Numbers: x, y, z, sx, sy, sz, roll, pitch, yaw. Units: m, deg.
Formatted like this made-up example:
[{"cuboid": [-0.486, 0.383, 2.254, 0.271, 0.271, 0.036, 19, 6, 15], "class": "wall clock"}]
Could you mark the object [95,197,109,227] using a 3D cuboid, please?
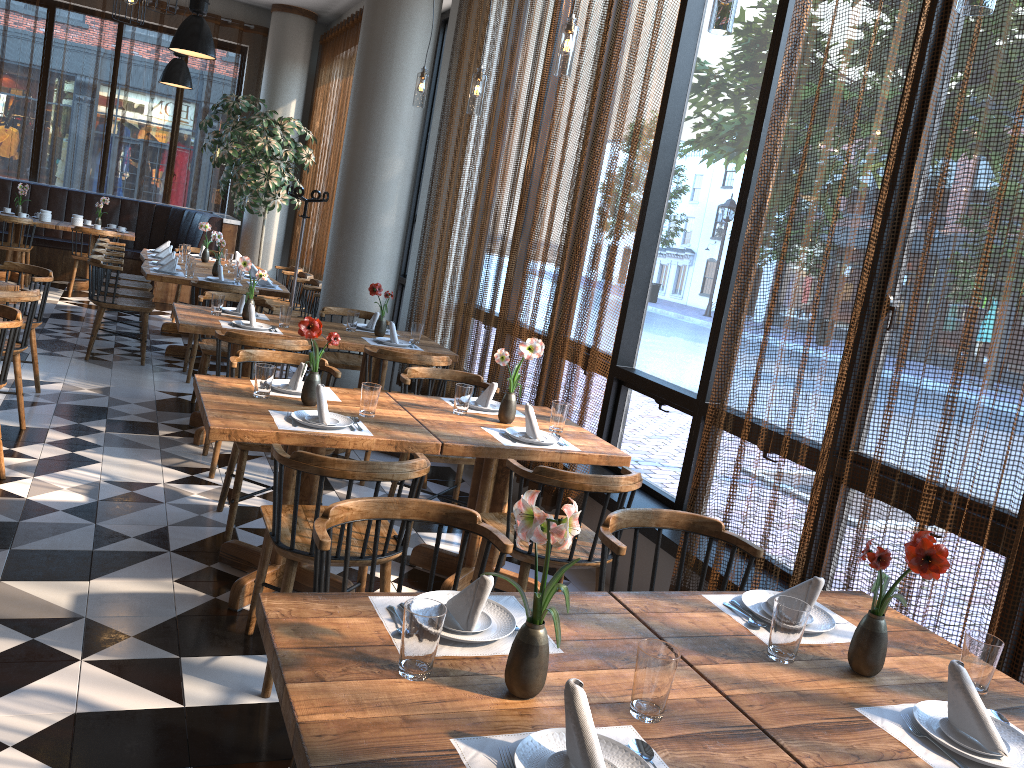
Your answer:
[{"cuboid": [-4.986, -2.079, 10.769, 0.146, 0.398, 0.208, 8, 8, -19], "class": "object"}]

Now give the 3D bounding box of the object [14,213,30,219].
[{"cuboid": [-5.667, -1.945, 10.255, 0.176, 0.066, 0.176, 12, 9, 11], "class": "object"}]

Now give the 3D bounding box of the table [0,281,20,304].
[{"cuboid": [-3.582, -0.279, 5.153, 0.867, 0.760, 0.866, 13, 9, 20], "class": "table"}]

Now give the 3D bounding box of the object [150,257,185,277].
[{"cuboid": [-2.895, -1.008, 7.461, 0.271, 0.136, 0.354, 6, 10, -24], "class": "object"}]

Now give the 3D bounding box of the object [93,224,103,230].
[{"cuboid": [-4.943, -1.865, 10.556, 0.175, 0.066, 0.177, 2, 12, -41], "class": "object"}]

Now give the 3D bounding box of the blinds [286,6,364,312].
[{"cuboid": [-2.312, -2.729, 11.091, 0.155, 3.563, 3.222, 7, 9, -24], "class": "blinds"}]

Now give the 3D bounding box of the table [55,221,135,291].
[{"cuboid": [-5.117, -1.518, 10.837, 0.848, 0.760, 0.857, 6, 9, -24], "class": "table"}]

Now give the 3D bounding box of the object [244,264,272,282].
[{"cuboid": [-2.383, -1.056, 8.286, 0.271, 0.136, 0.354, 6, 10, -24], "class": "object"}]

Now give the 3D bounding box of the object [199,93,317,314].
[{"cuboid": [-3.524, -2.362, 11.403, 1.760, 2.766, 1.483, 14, 8, 24], "class": "object"}]

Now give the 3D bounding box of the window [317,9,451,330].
[{"cuboid": [-1.633, -2.376, 10.109, 0.364, 3.149, 5.004, 7, 9, -24], "class": "window"}]

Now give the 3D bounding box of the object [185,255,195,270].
[{"cuboid": [-2.886, -1.084, 7.932, 0.080, 0.131, 0.080, 4, 10, -39], "class": "object"}]

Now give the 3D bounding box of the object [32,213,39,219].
[{"cuboid": [-5.720, -2.036, 10.742, 0.175, 0.066, 0.177, 8, 9, -14], "class": "object"}]

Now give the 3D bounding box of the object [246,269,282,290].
[{"cuboid": [-2.161, -0.928, 7.768, 0.271, 0.136, 0.354, 6, 10, -24], "class": "object"}]

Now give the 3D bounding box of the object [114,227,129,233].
[{"cuboid": [-4.800, -1.896, 10.890, 0.175, 0.066, 0.177, 4, 11, -34], "class": "object"}]

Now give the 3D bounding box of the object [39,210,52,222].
[{"cuboid": [-5.525, -1.990, 10.490, 0.130, 0.128, 0.130, 13, 9, 19], "class": "object"}]

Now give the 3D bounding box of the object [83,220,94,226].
[{"cuboid": [-5.268, -1.999, 11.001, 0.176, 0.066, 0.176, 14, 10, 20], "class": "object"}]

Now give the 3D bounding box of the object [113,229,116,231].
[{"cuboid": [-4.856, -1.878, 10.848, 0.052, 0.023, 0.050, 15, 10, 26], "class": "object"}]

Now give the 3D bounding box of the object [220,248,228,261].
[{"cuboid": [-3.093, -1.385, 9.494, 0.080, 0.131, 0.080, 4, 10, -39], "class": "object"}]

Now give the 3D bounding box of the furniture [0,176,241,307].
[{"cuboid": [-5.679, -1.871, 11.149, 4.030, 1.144, 1.932, 6, 10, -24], "class": "furniture"}]

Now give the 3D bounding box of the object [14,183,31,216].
[{"cuboid": [-5.780, -2.169, 10.455, 0.207, 0.398, 0.146, 15, 9, 32], "class": "object"}]

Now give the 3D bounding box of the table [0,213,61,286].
[{"cuboid": [-5.890, -1.598, 10.487, 0.848, 0.760, 0.857, 6, 9, -24], "class": "table"}]

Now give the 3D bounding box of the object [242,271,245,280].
[{"cuboid": [-2.424, -0.997, 7.911, 0.080, 0.131, 0.080, 4, 10, -39], "class": "object"}]

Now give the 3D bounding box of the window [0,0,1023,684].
[{"cuboid": [-1.652, -1.938, 7.509, 15.225, 3.148, 4.489, 19, 12, 42], "class": "window"}]

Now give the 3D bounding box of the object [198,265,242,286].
[{"cuboid": [-2.461, -0.935, 7.490, 0.351, 0.136, 0.274, 6, 10, -24], "class": "object"}]

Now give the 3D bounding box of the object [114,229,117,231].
[{"cuboid": [-4.868, -1.888, 10.879, 0.052, 0.023, 0.050, 15, 10, 26], "class": "object"}]

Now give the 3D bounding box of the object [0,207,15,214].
[{"cuboid": [-6.054, -2.077, 10.625, 0.176, 0.066, 0.176, 14, 10, 20], "class": "object"}]

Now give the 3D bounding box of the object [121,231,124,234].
[{"cuboid": [-4.734, -1.844, 10.781, 0.034, 0.023, 0.156, 4, 11, -34], "class": "object"}]

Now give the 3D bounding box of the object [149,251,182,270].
[{"cuboid": [-3.117, -1.136, 7.979, 0.271, 0.136, 0.354, 6, 10, -24], "class": "object"}]

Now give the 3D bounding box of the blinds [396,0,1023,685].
[{"cuboid": [0.794, -0.936, 3.809, 0.159, 3.562, 7.321, 7, 10, -24], "class": "blinds"}]

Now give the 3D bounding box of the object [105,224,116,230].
[{"cuboid": [-4.989, -1.961, 11.072, 0.175, 0.066, 0.177, 8, 9, -11], "class": "object"}]

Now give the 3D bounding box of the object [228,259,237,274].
[{"cuboid": [-2.632, -1.106, 8.334, 0.080, 0.131, 0.080, 4, 10, -39], "class": "object"}]

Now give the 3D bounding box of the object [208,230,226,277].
[{"cuboid": [-2.615, -1.155, 7.830, 0.146, 0.398, 0.208, 8, 8, -20], "class": "object"}]

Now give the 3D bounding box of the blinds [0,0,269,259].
[{"cuboid": [-6.238, -3.508, 11.521, 5.533, 3.563, 0.156, 6, 8, -24], "class": "blinds"}]

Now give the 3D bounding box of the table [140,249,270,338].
[{"cuboid": [-3.187, -0.868, 9.046, 1.213, 0.760, 1.223, 7, 9, -21], "class": "table"}]

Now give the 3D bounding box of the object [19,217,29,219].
[{"cuboid": [-5.638, -1.910, 10.204, 0.034, 0.012, 0.156, 15, 11, 27], "class": "object"}]

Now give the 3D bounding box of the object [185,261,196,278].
[{"cuboid": [-2.669, -0.946, 7.348, 0.080, 0.131, 0.080, 4, 10, -39], "class": "object"}]

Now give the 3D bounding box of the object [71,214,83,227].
[{"cuboid": [-5.249, -1.976, 10.698, 0.130, 0.128, 0.130, 13, 9, 19], "class": "object"}]

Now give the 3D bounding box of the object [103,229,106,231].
[{"cuboid": [-4.815, -1.821, 10.556, 0.155, 0.023, 0.034, 10, 9, 1], "class": "object"}]

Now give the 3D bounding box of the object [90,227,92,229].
[{"cuboid": [-4.974, -1.843, 10.496, 0.052, 0.023, 0.051, 5, 10, -29], "class": "object"}]

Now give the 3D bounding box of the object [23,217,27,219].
[{"cuboid": [-5.602, -1.900, 10.189, 0.049, 0.025, 0.053, 16, 11, 33], "class": "object"}]

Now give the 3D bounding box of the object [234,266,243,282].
[{"cuboid": [-2.386, -0.959, 7.727, 0.080, 0.131, 0.080, 4, 10, -39], "class": "object"}]
